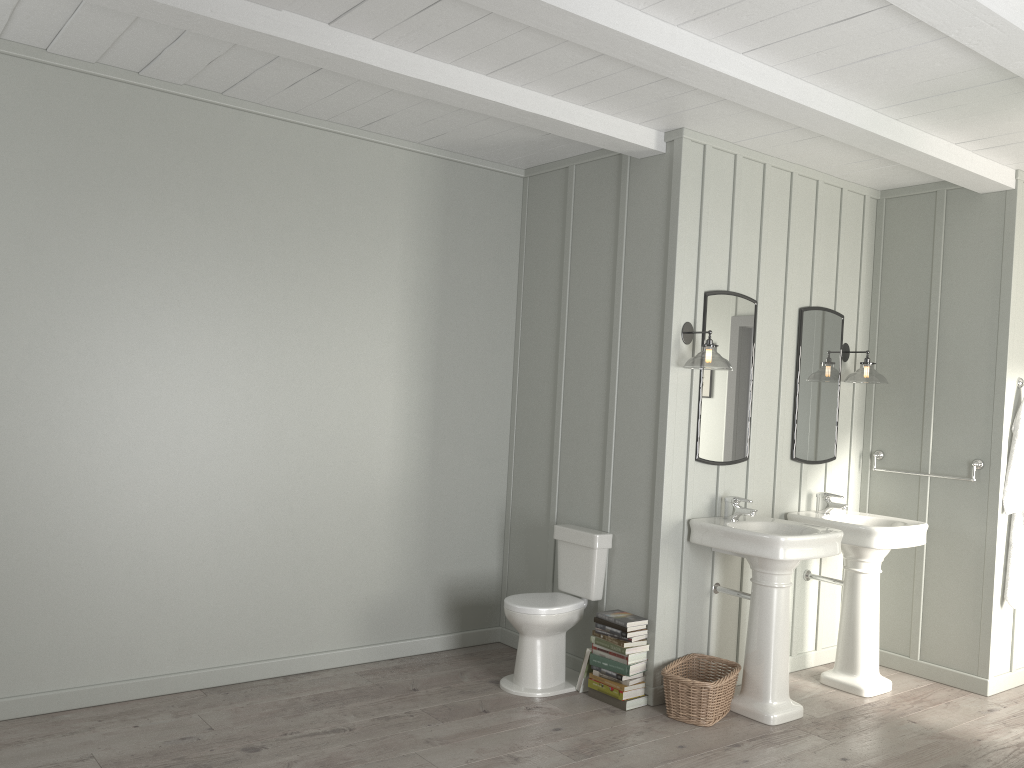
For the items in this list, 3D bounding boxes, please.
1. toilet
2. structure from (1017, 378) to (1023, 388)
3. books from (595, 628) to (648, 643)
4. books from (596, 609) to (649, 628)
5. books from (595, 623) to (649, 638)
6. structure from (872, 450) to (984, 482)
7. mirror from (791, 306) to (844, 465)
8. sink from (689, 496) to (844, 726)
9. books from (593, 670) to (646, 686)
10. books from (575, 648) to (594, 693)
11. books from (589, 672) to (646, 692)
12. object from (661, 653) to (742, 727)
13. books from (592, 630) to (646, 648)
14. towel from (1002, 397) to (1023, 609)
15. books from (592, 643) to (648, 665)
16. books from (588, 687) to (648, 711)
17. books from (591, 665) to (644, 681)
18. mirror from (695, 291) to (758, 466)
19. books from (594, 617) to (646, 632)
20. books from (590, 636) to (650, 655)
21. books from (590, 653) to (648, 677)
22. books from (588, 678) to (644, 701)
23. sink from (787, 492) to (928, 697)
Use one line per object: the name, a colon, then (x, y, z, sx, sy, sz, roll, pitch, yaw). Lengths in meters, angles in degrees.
toilet: (0.199, 1.137, 4.490, 0.507, 0.787, 0.343, 3, 0, -37)
structure: (2.759, -0.005, 4.735, 0.054, 0.056, 0.082, 3, 0, -38)
books: (0.534, 1.211, 4.303, 0.214, 0.025, 0.144, 3, -1, 42)
books: (0.535, 1.137, 4.289, 0.145, 0.024, 0.214, 3, -1, -36)
books: (0.532, 1.186, 4.290, 0.145, 0.024, 0.214, 3, -1, -38)
structure: (2.315, 0.458, 4.967, 0.053, 0.123, 0.622, 3, 0, -38)
mirror: (1.720, 0.011, 4.955, 0.410, 0.884, 0.015, 3, 1, -37)
sink: (1.214, 1.074, 4.280, 0.550, 1.013, 0.586, 3, 0, -38)
books: (0.523, 1.418, 4.305, 0.214, 0.025, 0.144, 3, -1, 42)
books: (0.416, 1.427, 4.428, 0.164, 0.235, 0.094, 3, 0, -37)
books: (0.512, 1.441, 4.304, 0.143, 0.024, 0.240, 3, -1, -38)
object: (0.898, 1.454, 4.203, 0.301, 0.220, 0.450, 3, 0, 34)
books: (0.523, 1.234, 4.302, 0.144, 0.024, 0.240, 3, -1, -32)
towel: (2.770, 0.594, 4.699, 0.309, 1.204, 0.166, 3, 1, -32)
books: (0.525, 1.303, 4.307, 0.150, 0.052, 0.231, 3, -1, -43)
books: (0.517, 1.520, 4.308, 0.158, 0.049, 0.247, 3, -1, -41)
books: (0.513, 1.393, 4.302, 0.145, 0.024, 0.214, 3, -1, -38)
mirror: (1.091, -0.027, 4.480, 0.410, 0.884, 0.015, 3, 1, -37)
books: (0.526, 1.161, 4.298, 0.144, 0.024, 0.214, 3, -1, -41)
books: (0.524, 1.261, 4.301, 0.164, 0.032, 0.243, 3, -1, -38)
books: (0.519, 1.355, 4.305, 0.236, 0.053, 0.153, 3, -1, 42)
books: (0.508, 1.474, 4.303, 0.157, 0.041, 0.230, 3, -1, -40)
sink: (1.839, 1.112, 4.752, 0.550, 1.013, 0.586, 3, 0, -38)
